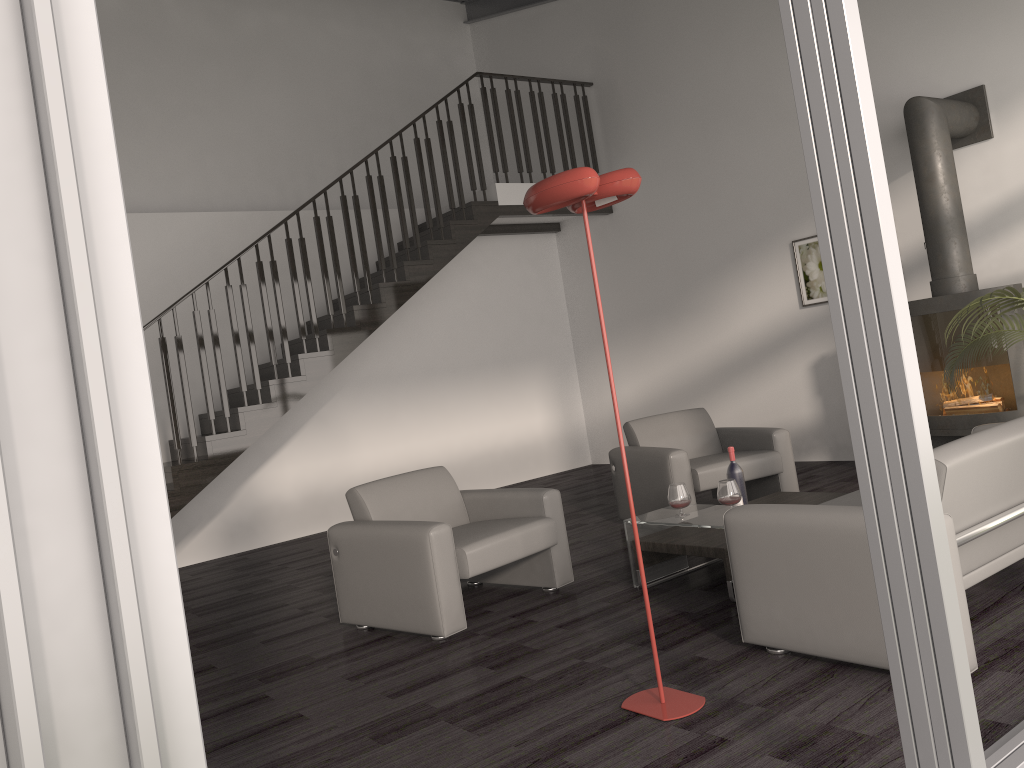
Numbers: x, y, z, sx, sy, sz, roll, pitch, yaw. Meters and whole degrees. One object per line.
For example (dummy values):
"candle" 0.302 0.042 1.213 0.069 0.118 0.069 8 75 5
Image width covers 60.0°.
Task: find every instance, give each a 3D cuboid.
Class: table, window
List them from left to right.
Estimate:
"table" 0.947 0.805 4.329 0.401 0.342 0.678 -9 0 -36
"table" 1.273 0.805 4.566 1.203 0.250 0.598 -9 1 -36
"window" 0.710 -0.704 1.913 9.771 3.474 0.384 -9 -1 -36

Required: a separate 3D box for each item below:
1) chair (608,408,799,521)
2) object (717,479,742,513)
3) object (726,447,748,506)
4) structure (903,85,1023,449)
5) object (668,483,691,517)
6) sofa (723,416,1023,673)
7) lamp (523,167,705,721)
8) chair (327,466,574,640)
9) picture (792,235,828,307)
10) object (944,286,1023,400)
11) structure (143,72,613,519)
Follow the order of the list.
"chair" 1.291 0.547 6.022 0.965 0.718 0.908 -9 0 -21
"object" 1.042 0.539 4.249 0.115 0.156 0.116 -10 -1 44
"object" 1.159 0.509 4.580 0.093 0.371 0.092 -8 -2 -38
"structure" 3.312 -0.764 6.305 1.119 2.677 0.815 -8 -2 -36
"object" 0.826 0.571 4.373 0.116 0.156 0.115 -9 -1 -28
"sofa" 1.873 0.486 3.678 2.120 0.718 0.899 -9 0 -36
"lamp" 0.366 0.184 2.980 0.354 1.790 0.363 -8 -2 -36
"chair" -0.306 0.816 4.635 0.907 0.718 0.966 -9 0 44
"picture" 2.589 -0.968 7.506 0.026 0.578 0.392 -8 -1 -36
"object" 3.179 -0.215 4.963 2.125 1.668 1.713 -9 0 -42
"structure" -1.317 -0.780 8.135 6.359 4.098 0.997 -9 -1 -36
